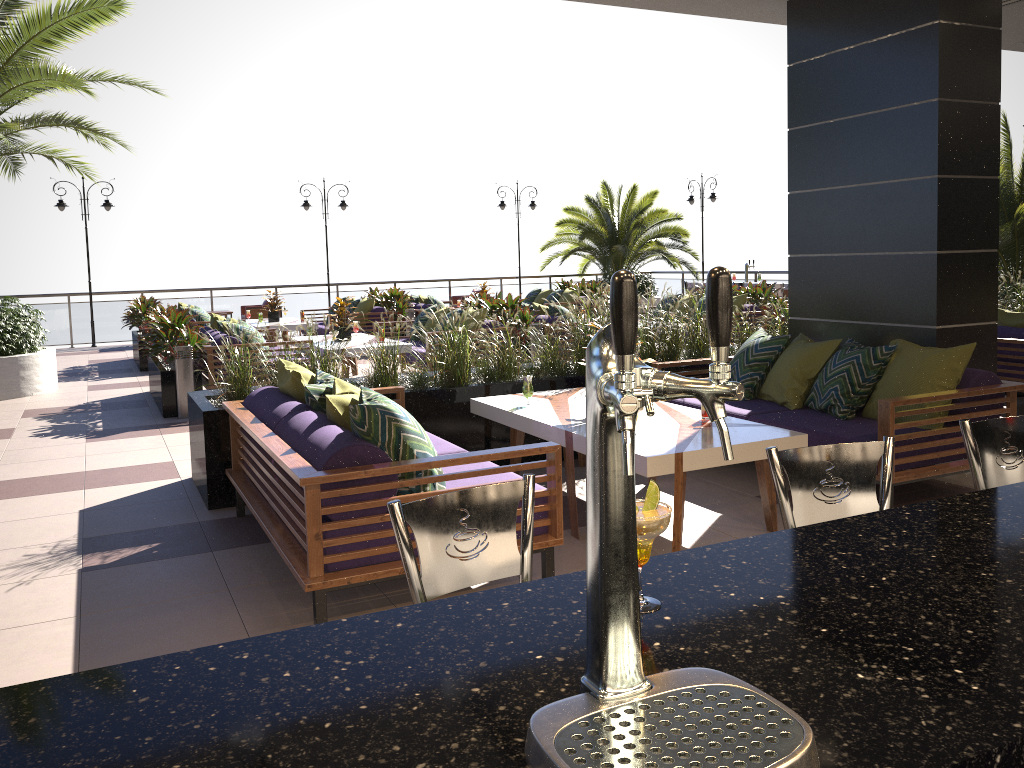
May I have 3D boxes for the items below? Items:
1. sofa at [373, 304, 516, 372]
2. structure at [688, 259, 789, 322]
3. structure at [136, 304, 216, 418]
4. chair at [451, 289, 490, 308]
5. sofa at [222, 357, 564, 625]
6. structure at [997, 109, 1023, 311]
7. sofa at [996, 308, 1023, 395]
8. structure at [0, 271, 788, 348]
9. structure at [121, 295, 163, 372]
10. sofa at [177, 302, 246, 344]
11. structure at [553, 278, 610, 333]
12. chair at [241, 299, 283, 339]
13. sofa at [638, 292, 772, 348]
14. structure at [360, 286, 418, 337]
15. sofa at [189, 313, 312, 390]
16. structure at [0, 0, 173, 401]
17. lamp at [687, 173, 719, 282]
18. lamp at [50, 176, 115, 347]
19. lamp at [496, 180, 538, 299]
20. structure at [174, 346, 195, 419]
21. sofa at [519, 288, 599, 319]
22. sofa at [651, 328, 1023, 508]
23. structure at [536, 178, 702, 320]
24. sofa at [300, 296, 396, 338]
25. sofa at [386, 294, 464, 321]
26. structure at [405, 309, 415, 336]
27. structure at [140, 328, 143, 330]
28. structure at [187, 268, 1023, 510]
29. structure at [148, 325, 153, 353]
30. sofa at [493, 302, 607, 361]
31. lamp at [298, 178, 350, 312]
[{"bbox_3d":[-0.906,-0.519,10.976,1.121,0.914,2.135,-5,8,-25],"label":"sofa"},{"bbox_3d":[4.829,-1.612,16.133,0.806,1.321,4.421,-4,8,-25],"label":"structure"},{"bbox_3d":[-3.703,-0.286,9.684,0.738,1.166,2.261,-4,8,-24],"label":"structure"},{"bbox_3d":[-0.926,-1.738,20.062,0.715,0.812,0.717,-4,7,-25],"label":"chair"},{"bbox_3d":[-0.717,0.389,4.436,1.121,0.914,2.135,-5,8,-25],"label":"sofa"},{"bbox_3d":[6.744,-2.054,11.845,3.800,3.286,3.774,0,7,17],"label":"structure"},{"bbox_3d":[4.865,-0.140,7.068,1.121,0.914,2.135,-5,8,-25],"label":"sofa"},{"bbox_3d":[-1.503,-0.903,13.326,17.524,1.053,12.976,-5,9,-25],"label":"structure"},{"bbox_3d":[-5.670,-0.796,13.742,0.738,1.166,2.261,-4,8,-24],"label":"structure"},{"bbox_3d":[-4.917,-0.831,14.034,1.121,0.914,2.135,-5,8,-25],"label":"sofa"},{"bbox_3d":[1.305,-1.457,17.030,0.738,1.166,2.261,-4,8,-24],"label":"structure"},{"bbox_3d":[-5.125,-1.340,18.083,0.715,0.812,0.717,-4,7,-25],"label":"chair"},{"bbox_3d":[2.532,-0.849,12.623,1.121,0.914,2.135,-5,8,-25],"label":"sofa"},{"bbox_3d":[-2.193,-1.129,15.406,0.716,1.166,2.257,-5,8,-28],"label":"structure"},{"bbox_3d":[-3.000,-0.323,10.003,1.121,0.914,2.135,-5,8,-25],"label":"sofa"},{"bbox_3d":[-6.695,-2.985,10.623,4.743,6.471,4.733,-2,6,-7],"label":"structure"},{"bbox_3d":[4.417,-3.212,20.491,0.264,3.311,1.126,-4,5,-25],"label":"lamp"},{"bbox_3d":[-8.166,-2.370,17.066,1.124,3.311,0.265,-4,5,-25],"label":"lamp"},{"bbox_3d":[0.169,-3.159,20.995,1.124,3.311,0.265,-4,5,-25],"label":"lamp"},{"bbox_3d":[-3.187,-0.018,8.637,0.180,0.697,0.100,-4,5,-25],"label":"structure"},{"bbox_3d":[0.615,-1.356,16.655,1.121,0.914,2.135,-5,8,-25],"label":"sofa"},{"bbox_3d":[1.945,0.137,5.691,1.121,0.914,2.135,-5,8,-25],"label":"sofa"},{"bbox_3d":[2.495,-3.160,20.642,3.803,3.286,3.771,2,8,32],"label":"structure"},{"bbox_3d":[-2.827,-1.028,15.014,1.121,0.914,2.135,-5,8,-25],"label":"sofa"},{"bbox_3d":[-1.479,-1.160,15.682,1.121,0.914,2.135,-5,8,-25],"label":"sofa"},{"bbox_3d":[-1.638,-0.857,14.324,0.180,0.697,0.100,-4,5,-25],"label":"structure"},{"bbox_3d":[-6.132,-0.798,14.830,0.180,0.697,0.100,-4,5,-25],"label":"structure"},{"bbox_3d":[0.159,-0.529,2.886,24.758,3.106,7.852,-5,8,-25],"label":"structure"},{"bbox_3d":[-5.112,-0.528,12.686,0.180,0.697,0.100,-4,5,-25],"label":"structure"},{"bbox_3d":[0.442,-0.651,11.643,1.121,0.914,2.135,-5,8,-25],"label":"sofa"},{"bbox_3d":[-3.972,-2.767,19.043,1.124,3.311,0.265,-4,5,-25],"label":"lamp"}]
